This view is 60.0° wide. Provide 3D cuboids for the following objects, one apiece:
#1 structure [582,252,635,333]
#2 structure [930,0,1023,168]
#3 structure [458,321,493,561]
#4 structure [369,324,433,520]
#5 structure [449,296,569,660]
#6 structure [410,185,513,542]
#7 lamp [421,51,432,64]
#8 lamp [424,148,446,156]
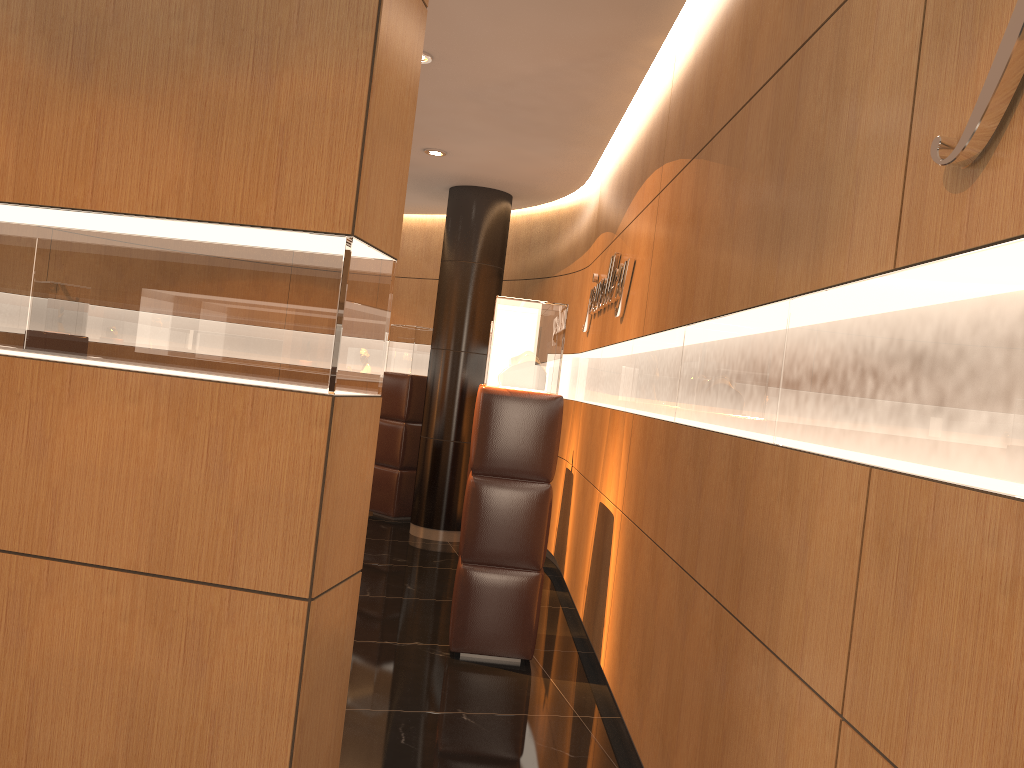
[{"bbox_3d":[0.641,-0.625,6.110,0.034,0.442,2.050,7,0,-2],"label":"structure"},{"bbox_3d":[0.840,-0.598,0.600,0.034,0.442,2.050,7,0,-2],"label":"structure"},{"bbox_3d":[-0.085,0.520,7.158,0.498,2.000,0.484,7,0,-2],"label":"structure"},{"bbox_3d":[-1.109,0.398,9.318,0.498,2.000,0.484,7,0,42],"label":"structure"},{"bbox_3d":[-0.007,0.514,5.076,0.498,1.968,0.484,7,0,-2],"label":"structure"},{"bbox_3d":[-0.484,-0.248,8.528,0.613,3.430,0.613,7,0,2],"label":"structure"},{"bbox_3d":[-0.536,-1.876,5.014,0.176,0.068,0.176,7,0,-8],"label":"lamp"},{"bbox_3d":[-0.613,-1.887,7.127,0.176,0.068,0.176,7,0,-8],"label":"lamp"}]
